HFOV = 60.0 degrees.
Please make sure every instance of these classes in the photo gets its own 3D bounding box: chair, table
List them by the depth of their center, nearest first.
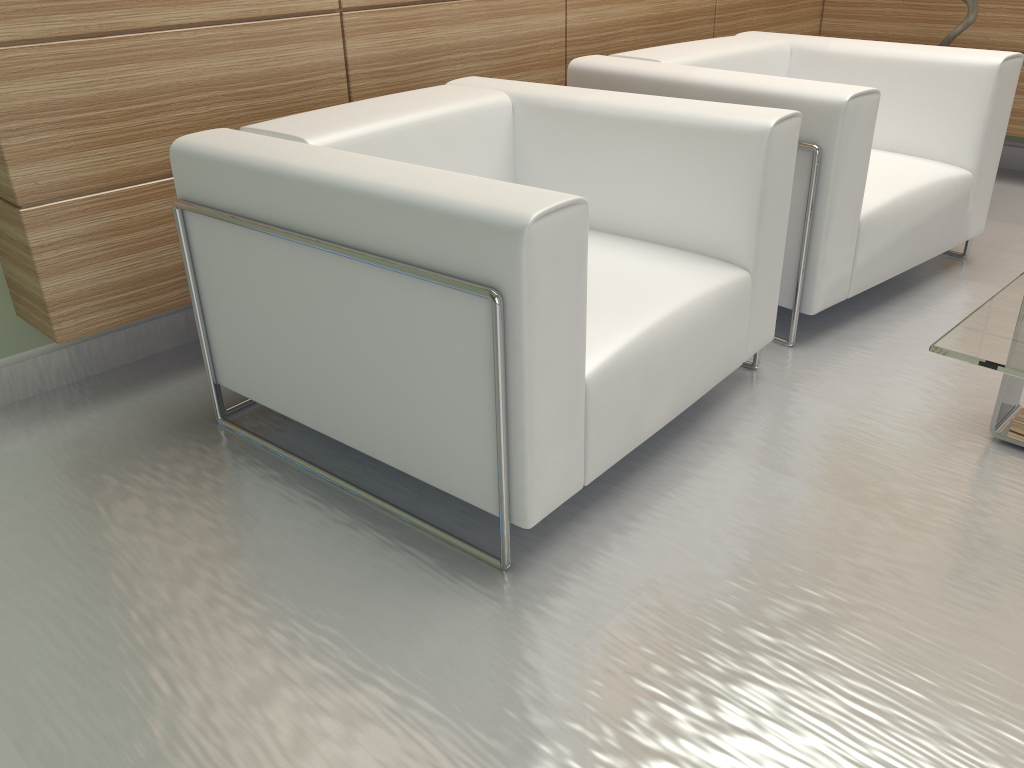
[{"bbox_3d":[2.664,0.105,2.969,1.783,0.742,2.197,23,37,39],"label":"table"},{"bbox_3d":[-0.047,-0.483,3.755,1.802,1.234,1.894,20,34,35],"label":"chair"},{"bbox_3d":[1.589,-1.282,5.200,1.894,1.234,1.769,-23,34,-35],"label":"chair"}]

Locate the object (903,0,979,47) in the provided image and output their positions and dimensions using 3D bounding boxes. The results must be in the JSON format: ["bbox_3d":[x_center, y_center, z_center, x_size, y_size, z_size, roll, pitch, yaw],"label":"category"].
[{"bbox_3d":[2.745,-2.431,5.885,1.201,2.565,1.116,5,28,12],"label":"object"}]
